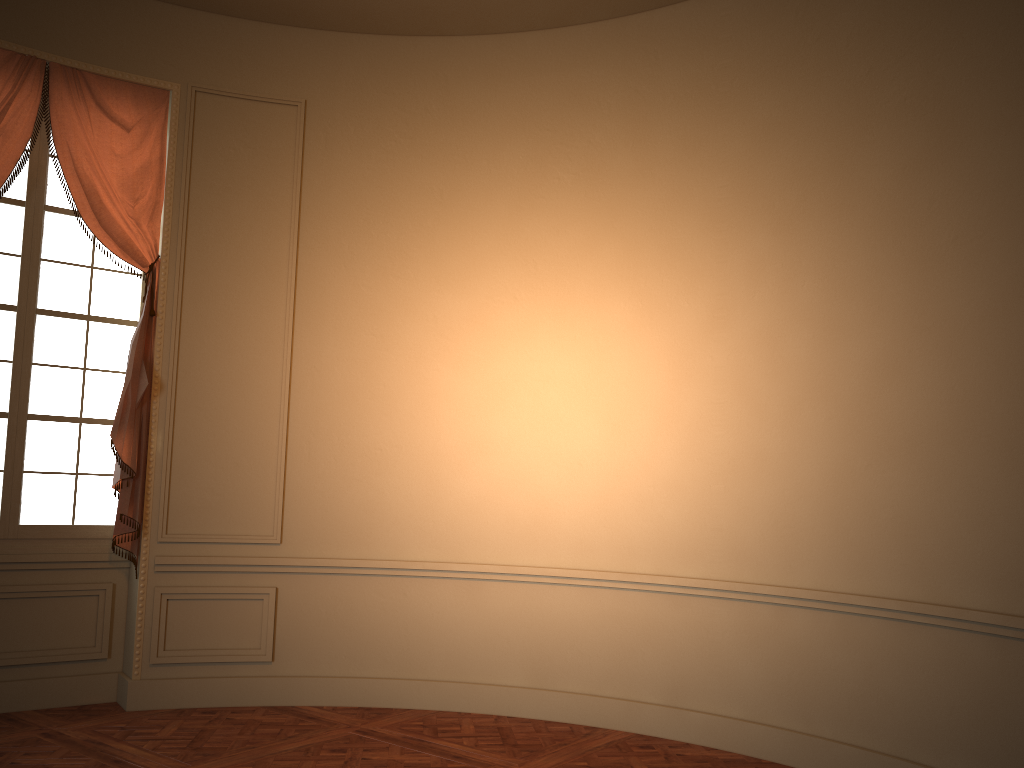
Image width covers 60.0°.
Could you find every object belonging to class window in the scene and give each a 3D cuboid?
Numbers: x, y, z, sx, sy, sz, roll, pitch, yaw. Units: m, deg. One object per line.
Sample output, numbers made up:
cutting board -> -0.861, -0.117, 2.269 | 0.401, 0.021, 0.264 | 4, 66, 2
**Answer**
window -> -2.831, -0.440, 5.168 | 1.337, 2.829, 0.046 | 6, -6, -35

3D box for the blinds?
blinds -> -2.671, -0.395, 4.941 | 1.364, 2.969, 0.280 | 6, -6, -35
